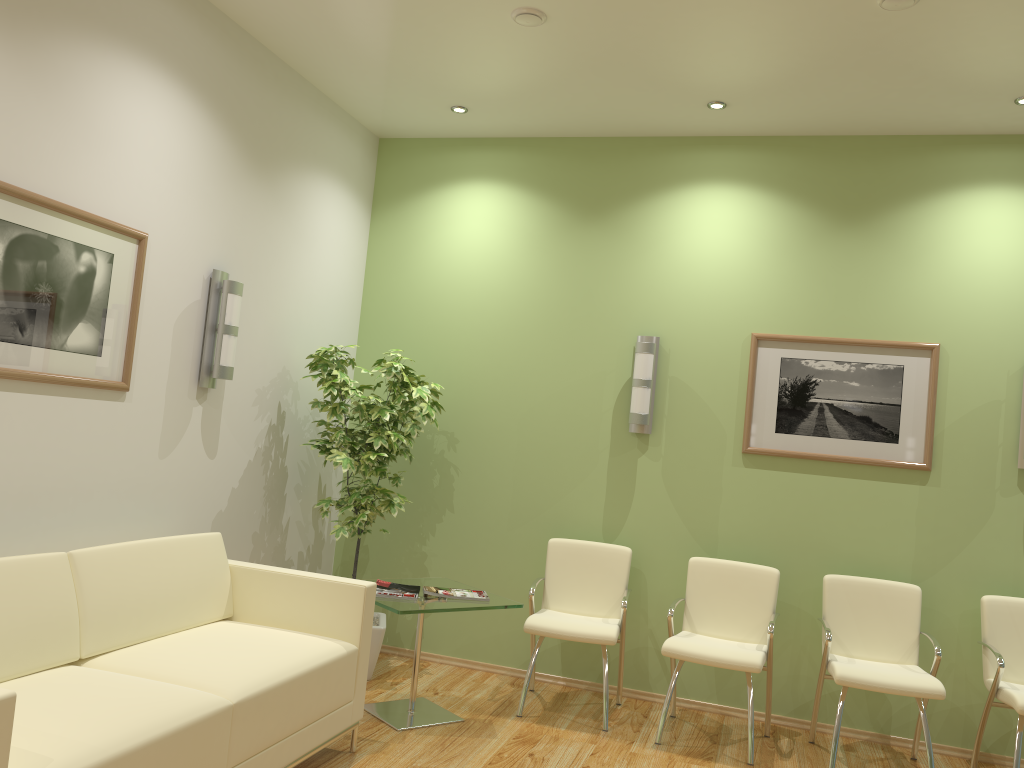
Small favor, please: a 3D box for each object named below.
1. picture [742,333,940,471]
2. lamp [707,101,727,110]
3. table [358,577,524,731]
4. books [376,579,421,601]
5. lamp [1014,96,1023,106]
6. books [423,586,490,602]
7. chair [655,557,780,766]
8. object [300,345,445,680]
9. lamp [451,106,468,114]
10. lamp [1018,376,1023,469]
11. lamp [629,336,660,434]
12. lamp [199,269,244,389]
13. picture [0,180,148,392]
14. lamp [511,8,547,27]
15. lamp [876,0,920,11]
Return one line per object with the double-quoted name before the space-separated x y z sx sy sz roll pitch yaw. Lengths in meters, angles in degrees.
"picture" 1.830 0.088 4.970 1.000 0.700 0.025 5 -3 17
"lamp" 1.115 -1.514 4.830 0.105 0.011 0.105 6 -3 -2
"table" -0.478 1.369 4.514 0.736 0.614 0.736 8 -4 -38
"books" -0.581 1.030 4.447 0.230 0.031 0.328 6 -3 -3
"lamp" 2.545 -1.400 4.389 0.105 0.011 0.105 6 -3 -2
"books" -0.288 1.064 4.537 0.328 0.031 0.230 6 -3 -8
"chair" 1.081 1.392 4.612 0.536 0.881 0.650 4 -4 22
"object" -0.864 0.719 5.122 0.668 1.900 0.943 4 -4 25
"lamp" -0.314 -1.628 5.272 0.105 0.011 0.105 3 -4 43
"lamp" 2.744 0.157 4.627 0.134 0.580 0.142 5 -3 17
"lamp" 0.774 0.000 5.235 0.134 0.580 0.142 5 -3 17
"lamp" -1.421 -0.265 4.358 0.142 0.580 0.134 5 -3 17
"picture" -1.773 -0.355 3.393 0.025 0.700 1.000 5 -3 17
"lamp" 0.076 -1.655 4.026 0.167 0.024 0.167 7 -4 -22
"lamp" 1.554 -1.537 3.570 0.167 0.024 0.167 7 -4 -22
